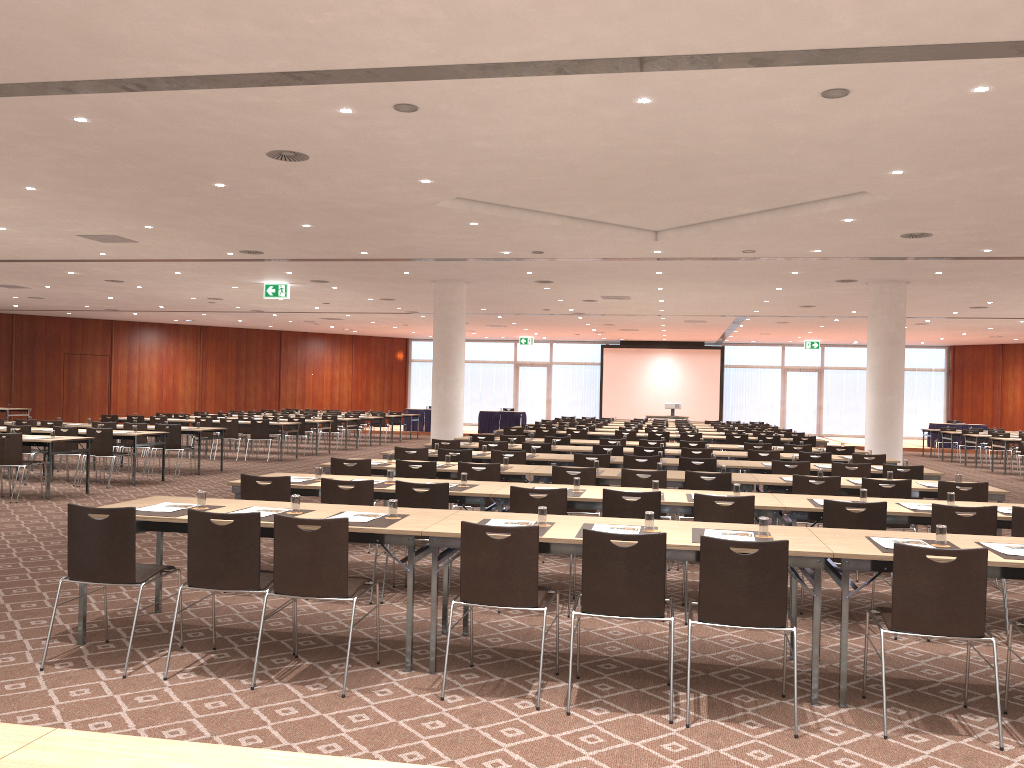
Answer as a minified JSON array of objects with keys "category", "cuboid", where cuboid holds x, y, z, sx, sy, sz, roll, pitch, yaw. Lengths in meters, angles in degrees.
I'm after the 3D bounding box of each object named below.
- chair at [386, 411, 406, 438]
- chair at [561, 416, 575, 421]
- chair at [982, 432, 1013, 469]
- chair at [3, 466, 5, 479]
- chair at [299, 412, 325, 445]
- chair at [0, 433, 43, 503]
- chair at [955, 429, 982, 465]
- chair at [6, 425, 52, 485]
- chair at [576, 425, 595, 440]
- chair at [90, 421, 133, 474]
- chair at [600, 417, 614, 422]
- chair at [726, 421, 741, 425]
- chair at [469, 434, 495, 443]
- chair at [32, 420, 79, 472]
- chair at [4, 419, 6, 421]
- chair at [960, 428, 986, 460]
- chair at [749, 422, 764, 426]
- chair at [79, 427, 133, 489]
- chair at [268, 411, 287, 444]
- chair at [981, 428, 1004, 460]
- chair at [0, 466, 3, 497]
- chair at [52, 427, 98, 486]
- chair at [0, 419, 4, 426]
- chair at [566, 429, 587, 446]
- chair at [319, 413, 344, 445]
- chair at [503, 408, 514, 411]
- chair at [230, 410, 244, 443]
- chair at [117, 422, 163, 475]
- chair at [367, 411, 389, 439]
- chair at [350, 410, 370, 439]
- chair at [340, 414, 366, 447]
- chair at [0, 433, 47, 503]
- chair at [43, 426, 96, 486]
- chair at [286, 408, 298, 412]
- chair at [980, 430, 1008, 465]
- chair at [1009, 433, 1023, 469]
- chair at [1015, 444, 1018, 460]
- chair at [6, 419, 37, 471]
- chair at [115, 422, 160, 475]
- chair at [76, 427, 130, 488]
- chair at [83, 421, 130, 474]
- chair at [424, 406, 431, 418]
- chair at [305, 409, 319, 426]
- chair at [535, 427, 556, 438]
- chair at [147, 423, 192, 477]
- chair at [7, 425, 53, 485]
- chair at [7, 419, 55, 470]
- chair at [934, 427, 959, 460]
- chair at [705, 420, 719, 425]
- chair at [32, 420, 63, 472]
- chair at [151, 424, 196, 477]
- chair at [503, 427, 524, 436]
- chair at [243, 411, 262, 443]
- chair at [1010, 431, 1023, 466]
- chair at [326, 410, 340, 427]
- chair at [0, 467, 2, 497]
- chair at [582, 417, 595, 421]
[{"category":"chair","cuboid":[-3.829,1.378,29.365,0.535,0.939,0.614,1,0,10]},{"category":"chair","cuboid":[1.815,1.504,28.443,0.535,0.939,0.614,1,0,12]},{"category":"chair","cuboid":[12.365,1.699,22.565,0.535,0.939,0.614,1,0,9]},{"category":"chair","cuboid":[-8.813,1.109,14.633,0.535,0.939,0.614,1,0,10]},{"category":"chair","cuboid":[-5.807,1.294,25.796,0.535,0.939,0.614,1,0,11]},{"category":"chair","cuboid":[-6.925,1.130,12.266,0.535,0.939,0.614,1,0,12]},{"category":"chair","cuboid":[12.604,1.724,24.494,0.535,0.939,0.614,1,0,13]},{"category":"chair","cuboid":[-7.877,1.128,14.349,0.535,0.939,0.614,1,0,12]},{"category":"chair","cuboid":[1.703,1.420,20.381,0.535,0.939,0.614,1,0,11]},{"category":"chair","cuboid":[-7.433,1.160,16.420,0.535,0.939,0.614,1,0,9]},{"category":"chair","cuboid":[3.014,1.530,28.195,0.535,0.939,0.614,1,0,8]},{"category":"chair","cuboid":[6.863,1.617,27.589,0.535,0.939,0.614,1,0,9]},{"category":"chair","cuboid":[-0.492,1.314,15.142,0.535,0.939,0.614,1,0,9]},{"category":"chair","cuboid":[-8.468,1.136,16.485,0.535,0.939,0.614,1,0,10]},{"category":"chair","cuboid":[-14.903,1.071,25.447,0.535,0.939,0.614,1,0,11]},{"category":"chair","cuboid":[13.696,1.769,26.331,0.535,0.939,0.614,1,0,8]},{"category":"chair","cuboid":[7.539,1.631,27.391,0.535,0.939,0.614,1,0,13]},{"category":"chair","cuboid":[-6.474,1.160,14.174,0.535,0.939,0.614,1,0,13]},{"category":"chair","cuboid":[-6.739,1.273,25.902,0.535,0.939,0.614,1,0,7]},{"category":"chair","cuboid":[14.283,1.782,26.287,0.535,0.939,0.614,1,0,12]},{"category":"chair","cuboid":[-7.468,1.117,12.245,0.535,0.939,0.614,1,0,8]},{"category":"chair","cuboid":[-7.117,1.146,14.332,0.535,0.939,0.614,1,0,10]},{"category":"chair","cuboid":[-9.634,1.110,16.692,0.535,0.939,0.614,1,0,12]},{"category":"chair","cuboid":[1.349,1.391,18.334,0.535,0.939,0.614,1,0,11]},{"category":"chair","cuboid":[-5.204,1.307,25.629,0.535,0.939,0.614,1,0,12]},{"category":"chair","cuboid":[-0.171,1.378,33.291,0.535,0.939,0.614,1,0,13]},{"category":"chair","cuboid":[-8.058,1.244,26.196,0.535,0.939,0.614,1,0,8]},{"category":"chair","cuboid":[-6.799,1.174,16.263,0.535,0.939,0.614,1,0,11]},{"category":"chair","cuboid":[-4.454,1.364,29.558,0.535,0.939,0.614,1,0,13]},{"category":"chair","cuboid":[-5.067,1.350,29.585,0.535,0.939,0.614,1,0,9]},{"category":"chair","cuboid":[-4.541,1.321,25.428,0.535,0.939,0.614,1,0,12]},{"category":"chair","cuboid":[-6.857,1.132,12.254,0.535,0.939,0.614,1,0,9]},{"category":"chair","cuboid":[-7.123,1.146,14.333,0.535,0.939,0.614,1,0,7]},{"category":"chair","cuboid":[-7.386,1.298,29.997,0.535,0.939,0.614,1,0,8]},{"category":"chair","cuboid":[13.286,1.740,24.433,0.535,0.939,0.614,1,0,12]},{"category":"chair","cuboid":[12.924,1.710,22.323,0.535,0.939,0.614,1,0,11]},{"category":"chair","cuboid":[15.161,1.801,25.988,0.535,0.939,0.614,1,0,8]},{"category":"chair","cuboid":[-9.049,1.123,16.663,0.535,0.939,0.614,1,0,10]},{"category":"chair","cuboid":[-6.848,1.172,16.272,0.535,0.939,0.614,1,0,8]},{"category":"chair","cuboid":[-6.518,1.159,14.182,0.535,0.939,0.614,1,0,9]},{"category":"chair","cuboid":[-7.499,1.158,16.431,0.535,0.939,0.614,1,0,13]},{"category":"chair","cuboid":[-3.025,1.314,33.799,0.535,0.939,0.614,1,0,12]},{"category":"chair","cuboid":[-6.718,1.314,29.961,0.535,0.939,0.614,1,0,9]},{"category":"chair","cuboid":[0.720,1.377,18.524,0.535,0.939,0.614,1,0,11]},{"category":"chair","cuboid":[-6.196,1.186,16.081,0.535,0.939,0.614,1,0,8]},{"category":"chair","cuboid":[-7.868,1.128,14.347,0.535,0.939,0.614,1,0,10]},{"category":"chair","cuboid":[-9.016,1.124,16.658,0.535,0.939,0.614,1,0,10]},{"category":"chair","cuboid":[12.926,1.751,26.386,0.535,0.939,0.614,1,0,12]},{"category":"chair","cuboid":[6.206,1.602,27.628,0.535,0.939,0.614,1,0,9]},{"category":"chair","cuboid":[-8.467,1.136,16.485,0.535,0.939,0.614,1,0,7]},{"category":"chair","cuboid":[-6.118,1.188,16.067,0.535,0.939,0.614,1,0,9]},{"category":"chair","cuboid":[0.056,1.362,18.599,0.535,0.939,0.614,1,0,12]},{"category":"chair","cuboid":[-7.455,1.256,25.946,0.535,0.939,0.614,1,0,13]},{"category":"chair","cuboid":[13.975,1.754,24.168,0.535,0.939,0.614,1,0,9]},{"category":"chair","cuboid":[-6.002,1.331,29.893,0.535,0.939,0.614,1,0,8]},{"category":"chair","cuboid":[-7.475,1.117,12.246,0.535,0.939,0.614,1,0,7]},{"category":"chair","cuboid":[2.457,1.519,28.372,0.535,0.939,0.614,1,0,11]}]
